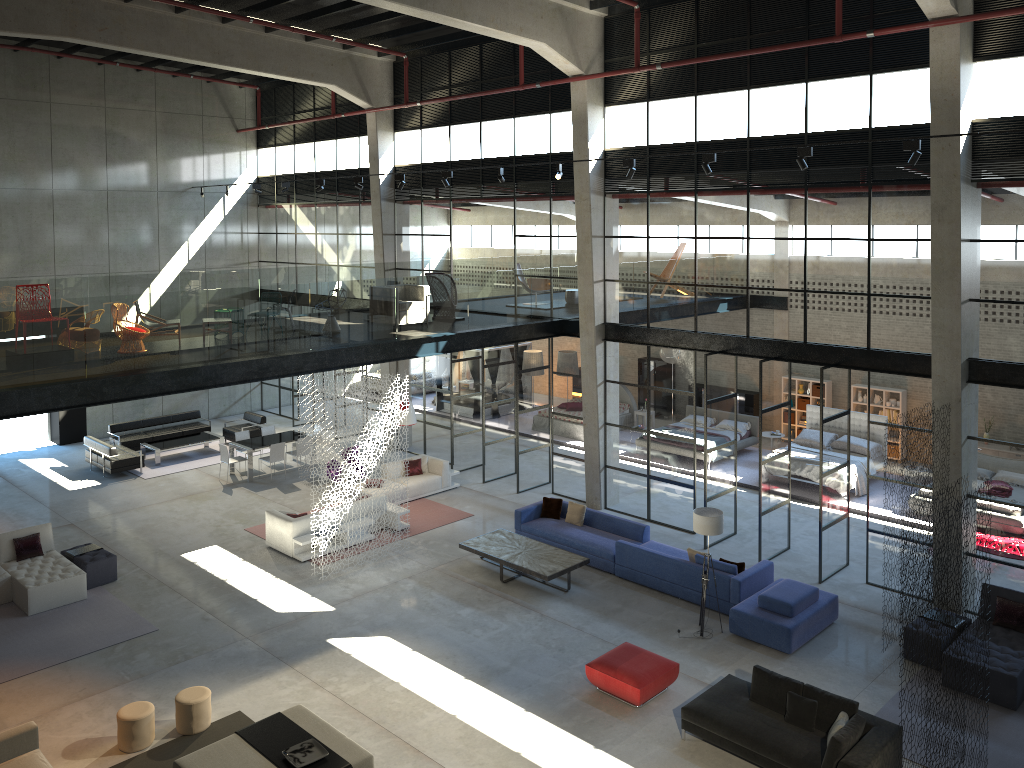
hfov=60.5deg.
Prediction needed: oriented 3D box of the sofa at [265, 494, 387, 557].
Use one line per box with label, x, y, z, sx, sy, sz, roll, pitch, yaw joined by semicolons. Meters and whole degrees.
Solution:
sofa;-3.462;2.562;16.487;0.954;0.664;2.154;7;12;44

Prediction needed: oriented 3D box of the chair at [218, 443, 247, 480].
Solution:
chair;-6.430;1.781;20.257;0.422;0.864;0.548;3;6;44

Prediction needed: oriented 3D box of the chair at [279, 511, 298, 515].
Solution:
chair;-4.050;2.448;16.150;0.391;0.269;0.322;2;8;19

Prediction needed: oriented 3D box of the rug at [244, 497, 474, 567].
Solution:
rug;-2.972;2.735;17.346;2.665;0.020;3.657;10;15;43

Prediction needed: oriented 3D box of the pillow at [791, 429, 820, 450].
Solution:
pillow;6.995;1.292;20.251;0.670;0.370;1.034;-8;12;-41

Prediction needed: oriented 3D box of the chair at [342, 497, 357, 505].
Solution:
chair;-3.147;2.330;16.660;0.270;0.315;0.397;3;8;31

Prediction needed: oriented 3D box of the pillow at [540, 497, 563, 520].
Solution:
pillow;0.748;2.327;16.453;0.399;0.369;0.262;3;6;23

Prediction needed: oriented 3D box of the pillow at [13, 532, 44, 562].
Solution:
pillow;-7.999;2.700;14.517;0.236;0.342;0.416;4;8;43

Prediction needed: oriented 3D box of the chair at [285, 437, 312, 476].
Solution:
chair;-5.059;1.664;20.834;0.548;0.864;0.422;4;6;44

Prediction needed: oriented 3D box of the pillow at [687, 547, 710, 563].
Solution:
pillow;2.965;2.797;13.826;0.208;0.378;0.404;-5;8;-44

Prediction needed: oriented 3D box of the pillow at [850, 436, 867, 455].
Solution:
pillow;7.729;1.365;19.668;0.697;0.289;0.986;-9;13;-42

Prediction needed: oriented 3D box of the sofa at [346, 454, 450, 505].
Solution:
sofa;-2.430;2.106;18.901;0.948;0.663;2.163;7;12;44

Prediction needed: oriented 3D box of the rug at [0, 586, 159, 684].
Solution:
rug;-7.372;3.676;12.453;2.665;0.020;3.657;10;15;43

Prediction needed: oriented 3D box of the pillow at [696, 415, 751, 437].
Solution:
pillow;5.168;1.033;22.579;1.941;0.310;0.552;10;13;44

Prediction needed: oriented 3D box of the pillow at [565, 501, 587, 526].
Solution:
pillow;1.167;2.386;16.100;0.208;0.378;0.404;-5;8;-44

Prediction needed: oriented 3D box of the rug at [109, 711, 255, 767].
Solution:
rug;-2.945;4.389;8.462;3.653;0.020;2.668;10;15;44

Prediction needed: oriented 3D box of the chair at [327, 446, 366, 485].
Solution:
chair;-3.809;1.848;20.128;0.659;0.743;0.802;5;9;44

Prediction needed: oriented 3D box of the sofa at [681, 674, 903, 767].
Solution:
sofa;3.034;3.839;9.662;1.089;0.556;2.121;-9;13;-44

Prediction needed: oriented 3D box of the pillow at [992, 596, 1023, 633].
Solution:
pillow;6.713;3.107;11.799;0.237;0.342;0.416;-5;9;-44

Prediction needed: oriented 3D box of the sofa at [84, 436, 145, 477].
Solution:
sofa;-9.585;1.694;21.135;1.662;0.752;0.826;9;11;44

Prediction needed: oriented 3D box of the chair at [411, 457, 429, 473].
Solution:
chair;-2.041;1.804;19.435;0.380;0.335;0.256;-2;6;-12

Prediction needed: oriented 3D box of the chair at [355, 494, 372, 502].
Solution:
chair;-2.910;2.293;16.850;0.398;0.320;0.270;-7;9;-43

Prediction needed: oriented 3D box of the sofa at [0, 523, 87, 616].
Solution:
sofa;-8.726;3.156;12.946;1.837;0.862;4.183;8;13;44

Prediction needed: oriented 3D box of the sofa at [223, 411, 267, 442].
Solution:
sofa;-7.187;1.224;23.571;0.956;0.753;0.826;7;10;44

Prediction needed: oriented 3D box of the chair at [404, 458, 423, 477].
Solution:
chair;-2.167;1.836;19.274;0.411;0.333;0.259;-2;6;-12

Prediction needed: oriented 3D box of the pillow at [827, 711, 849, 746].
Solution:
pillow;3.420;3.651;9.209;0.208;0.313;0.345;2;7;23

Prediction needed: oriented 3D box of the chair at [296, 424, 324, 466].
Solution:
chair;-4.996;1.500;21.714;0.422;0.864;0.548;3;6;44

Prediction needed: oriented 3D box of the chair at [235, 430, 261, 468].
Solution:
chair;-6.367;1.617;21.137;0.548;0.864;0.422;4;6;44

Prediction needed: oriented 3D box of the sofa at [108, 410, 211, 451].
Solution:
sofa;-9.285;1.301;23.236;0.825;0.751;2.472;6;12;44

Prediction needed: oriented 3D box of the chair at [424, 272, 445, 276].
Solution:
chair;-1.546;-1.918;19.028;0.687;0.979;0.836;1;6;15

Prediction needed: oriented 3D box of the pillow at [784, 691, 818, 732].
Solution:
pillow;3.169;3.582;9.615;0.345;0.305;0.188;6;8;42

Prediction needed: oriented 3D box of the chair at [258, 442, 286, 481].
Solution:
chair;-5.550;1.760;20.335;0.548;0.864;0.422;4;6;44

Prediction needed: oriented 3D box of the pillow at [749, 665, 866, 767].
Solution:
pillow;3.294;3.578;9.542;0.743;0.414;1.604;-3;10;-16

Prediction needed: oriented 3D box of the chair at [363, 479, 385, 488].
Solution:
chair;-2.895;2.072;18.428;0.415;0.107;0.412;0;10;1

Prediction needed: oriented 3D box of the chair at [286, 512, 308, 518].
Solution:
chair;-3.872;2.476;15.943;0.402;0.333;0.285;0;6;0

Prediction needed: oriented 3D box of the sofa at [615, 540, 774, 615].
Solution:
sofa;2.900;2.929;14.144;2.351;0.716;1.061;9;12;44

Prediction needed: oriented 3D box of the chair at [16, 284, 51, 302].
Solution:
chair;-7.250;-1.024;13.472;0.664;0.974;0.649;4;7;44

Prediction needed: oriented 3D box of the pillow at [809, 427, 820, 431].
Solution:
pillow;7.276;1.260;20.402;1.060;0.319;0.492;9;12;44

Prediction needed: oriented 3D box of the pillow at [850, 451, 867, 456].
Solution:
pillow;7.786;1.450;19.722;0.720;0.328;0.966;-9;13;-44

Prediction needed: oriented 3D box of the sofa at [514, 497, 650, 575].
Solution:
sofa;1.235;2.691;15.800;2.351;0.599;1.061;9;13;44

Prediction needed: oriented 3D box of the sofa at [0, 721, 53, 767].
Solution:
sofa;-4.691;4.071;8.291;2.351;0.716;1.061;9;12;44

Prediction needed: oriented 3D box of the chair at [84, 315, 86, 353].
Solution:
chair;-7.061;-0.872;14.359;0.742;0.704;0.525;2;6;17

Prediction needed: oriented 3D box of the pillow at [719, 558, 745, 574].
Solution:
pillow;3.384;2.865;13.473;0.399;0.369;0.262;3;6;23

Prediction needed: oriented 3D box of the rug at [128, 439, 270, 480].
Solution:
rug;-8.173;1.831;22.389;2.426;0.025;3.417;10;15;43

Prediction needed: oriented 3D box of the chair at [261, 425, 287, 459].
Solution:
chair;-5.876;1.520;21.636;0.548;0.864;0.422;4;6;44

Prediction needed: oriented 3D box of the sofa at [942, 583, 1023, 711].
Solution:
sofa;7.468;3.551;10.239;4.178;0.862;1.839;10;13;44
